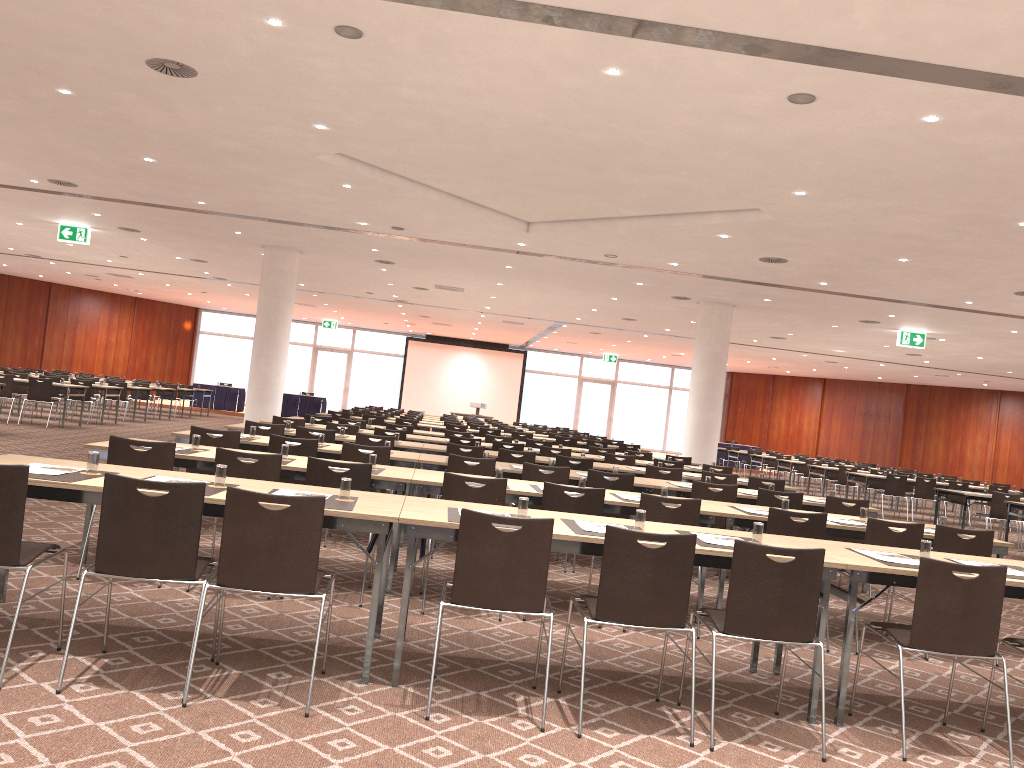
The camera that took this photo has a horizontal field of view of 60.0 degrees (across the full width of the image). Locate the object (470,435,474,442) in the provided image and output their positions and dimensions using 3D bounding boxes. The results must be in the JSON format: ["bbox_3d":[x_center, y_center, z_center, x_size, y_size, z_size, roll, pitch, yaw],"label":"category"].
[{"bbox_3d":[-0.579,0.789,12.774,0.054,0.114,0.054,6,-1,29],"label":"object"}]

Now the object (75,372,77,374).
[{"bbox_3d":[-12.464,-0.273,25.349,0.054,0.114,0.054,7,-1,-38],"label":"object"}]

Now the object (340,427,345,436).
[{"bbox_3d":[-2.037,0.570,10.650,0.054,0.114,0.054,7,-1,-16],"label":"object"}]

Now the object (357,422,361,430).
[{"bbox_3d":[-2.190,0.601,12.643,0.054,0.114,0.054,6,-1,7],"label":"object"}]

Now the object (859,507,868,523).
[{"bbox_3d":[2.788,1.037,7.031,0.054,0.114,0.054,6,-1,29],"label":"object"}]

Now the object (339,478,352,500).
[{"bbox_3d":[-0.888,0.559,4.725,0.054,0.114,0.054,7,-1,-38],"label":"object"}]

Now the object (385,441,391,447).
[{"bbox_3d":[-1.223,0.617,8.702,0.054,0.114,0.054,7,-1,-38],"label":"object"}]

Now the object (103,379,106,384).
[{"bbox_3d":[-9.895,-0.069,21.538,0.054,0.114,0.054,7,-1,-16],"label":"object"}]

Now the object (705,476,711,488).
[{"bbox_3d":[1.981,0.992,8.968,0.054,0.114,0.054,6,-1,7],"label":"object"}]

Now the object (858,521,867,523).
[{"bbox_3d":[2.799,1.096,7.030,0.102,0.001,0.102,6,-2,29],"label":"object"}]

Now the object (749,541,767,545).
[{"bbox_3d":[1.352,0.878,4.896,0.102,0.001,0.102,8,-2,-38],"label":"object"}]

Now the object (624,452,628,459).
[{"bbox_3d":[1.662,1.051,12.949,0.054,0.114,0.054,7,-1,-38],"label":"object"}]

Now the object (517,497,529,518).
[{"bbox_3d":[0.059,0.669,4.785,0.054,0.114,0.054,7,-1,-38],"label":"object"}]

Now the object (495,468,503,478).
[{"bbox_3d":[-0.099,0.699,6.779,0.054,0.114,0.054,7,-1,-16],"label":"object"}]

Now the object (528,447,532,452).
[{"bbox_3d":[0.217,0.834,10.823,0.054,0.114,0.054,7,-1,-16],"label":"object"}]

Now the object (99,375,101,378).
[{"bbox_3d":[-11.819,-0.197,25.409,0.054,0.114,0.054,7,-1,-38],"label":"object"}]

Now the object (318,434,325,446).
[{"bbox_3d":[-1.861,0.542,8.654,0.054,0.114,0.054,7,-1,-38],"label":"object"}]

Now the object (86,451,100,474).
[{"bbox_3d":[-2.177,0.408,4.606,0.054,0.114,0.054,7,-1,-38],"label":"object"}]

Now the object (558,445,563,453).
[{"bbox_3d":[0.704,0.939,12.870,0.054,0.114,0.054,6,-1,29],"label":"object"}]

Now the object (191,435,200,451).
[{"bbox_3d":[-2.353,0.436,6.598,0.054,0.114,0.054,7,-1,-16],"label":"object"}]

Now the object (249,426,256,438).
[{"bbox_3d":[-2.516,0.466,8.608,0.054,0.114,0.054,6,-1,29],"label":"object"}]

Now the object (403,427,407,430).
[{"bbox_3d":[-1.539,0.677,12.684,0.054,0.114,0.054,6,-1,7],"label":"object"}]

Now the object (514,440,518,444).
[{"bbox_3d":[0.060,0.864,12.821,0.054,0.114,0.054,6,-1,29],"label":"object"}]

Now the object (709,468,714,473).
[{"bbox_3d":[2.477,1.098,11.002,0.054,0.114,0.054,7,-1,-38],"label":"object"}]

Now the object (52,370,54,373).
[{"bbox_3d":[-13.104,-0.347,25.302,0.054,0.114,0.054,7,-1,-38],"label":"object"}]

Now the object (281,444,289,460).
[{"bbox_3d":[-1.709,0.512,6.665,0.054,0.114,0.054,6,-1,7],"label":"object"}]

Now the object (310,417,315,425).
[{"bbox_3d":[-2.836,0.526,12.594,0.054,0.114,0.054,6,-1,29],"label":"object"}]

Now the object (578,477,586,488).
[{"bbox_3d":[0.541,0.775,6.850,0.054,0.114,0.054,7,-1,-16],"label":"object"}]

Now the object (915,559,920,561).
[{"bbox_3d":[2.310,0.990,4.966,0.102,0.001,0.102,8,-2,-38],"label":"object"}]

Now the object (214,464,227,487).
[{"bbox_3d":[-1.535,0.483,4.673,0.054,0.114,0.054,6,-1,29],"label":"object"}]

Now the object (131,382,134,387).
[{"bbox_3d":[-9.234,0.008,21.597,0.054,0.114,0.054,7,-1,-16],"label":"object"}]

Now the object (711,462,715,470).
[{"bbox_3d":[2.958,1.203,13.048,0.054,0.114,0.054,6,-1,29],"label":"object"}]

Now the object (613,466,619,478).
[{"bbox_3d":[1.034,0.881,8.878,0.054,0.114,0.054,6,-1,29],"label":"object"}]

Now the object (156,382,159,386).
[{"bbox_3d":[-10.211,-0.009,25.532,0.054,0.114,0.054,7,-1,-16],"label":"object"}]

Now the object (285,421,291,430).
[{"bbox_3d":[-2.675,0.496,10.599,0.054,0.114,0.054,7,-1,-16],"label":"object"}]

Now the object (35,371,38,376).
[{"bbox_3d":[-11.483,-0.255,21.416,0.054,0.114,0.054,7,-1,-38],"label":"object"}]

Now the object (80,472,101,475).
[{"bbox_3d":[-2.186,0.465,4.602,0.102,0.001,0.102,8,-2,-38],"label":"object"}]

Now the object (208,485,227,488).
[{"bbox_3d":[-1.546,0.540,4.666,0.102,0.001,0.102,8,-2,-38],"label":"object"}]

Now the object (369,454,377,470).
[{"bbox_3d":[-1.054,0.588,6.704,0.054,0.114,0.054,6,-1,29],"label":"object"}]

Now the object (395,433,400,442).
[{"bbox_3d":[-1.390,0.646,10.694,0.054,0.114,0.054,7,-1,-38],"label":"object"}]

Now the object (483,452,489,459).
[{"bbox_3d":[-0.260,0.729,8.772,0.054,0.114,0.054,6,-1,29],"label":"object"}]

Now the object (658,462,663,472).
[{"bbox_3d":[1.829,1.022,10.963,0.054,0.114,0.054,7,-1,-38],"label":"object"}]

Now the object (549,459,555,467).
[{"bbox_3d":[0.392,0.806,8.830,0.054,0.114,0.054,6,-1,29],"label":"object"}]

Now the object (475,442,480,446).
[{"bbox_3d":[-0.423,0.759,10.778,0.054,0.114,0.054,7,-1,-16],"label":"object"}]

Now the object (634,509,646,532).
[{"bbox_3d":[0.699,0.744,4.840,0.054,0.114,0.054,7,-1,-38],"label":"object"}]

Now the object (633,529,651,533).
[{"bbox_3d":[0.711,0.804,4.848,0.102,0.001,0.102,8,-2,-38],"label":"object"}]

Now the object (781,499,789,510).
[{"bbox_3d":[2.148,0.962,6.973,0.054,0.114,0.054,6,-1,29],"label":"object"}]

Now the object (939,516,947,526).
[{"bbox_3d":[3.440,1.114,7.079,0.054,0.114,0.054,7,-1,-16],"label":"object"}]

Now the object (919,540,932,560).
[{"bbox_3d":[2.318,0.934,4.974,0.054,0.114,0.054,6,-1,29],"label":"object"}]

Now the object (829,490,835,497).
[{"bbox_3d":[3.274,1.143,9.076,0.054,0.114,0.054,7,-1,-38],"label":"object"}]

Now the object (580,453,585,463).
[{"bbox_3d":[0.866,0.909,10.872,0.054,0.114,0.054,6,-1,29],"label":"object"}]

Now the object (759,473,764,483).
[{"bbox_3d":[3.111,1.172,11.064,0.054,0.114,0.054,7,-1,-16],"label":"object"}]

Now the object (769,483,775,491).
[{"bbox_3d":[2.638,1.068,9.016,0.054,0.114,0.054,7,-1,-38],"label":"object"}]

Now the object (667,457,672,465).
[{"bbox_3d":[2.310,1.127,12.995,0.054,0.114,0.054,7,-1,-38],"label":"object"}]

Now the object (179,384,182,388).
[{"bbox_3d":[-9.568,0.066,25.585,0.054,0.114,0.054,7,-1,-16],"label":"object"}]

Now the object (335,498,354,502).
[{"bbox_3d":[-0.888,0.616,4.711,0.102,0.001,0.102,8,-2,-38],"label":"object"}]

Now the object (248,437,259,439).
[{"bbox_3d":[-2.505,0.525,8.597,0.102,0.001,0.102,8,-2,-38],"label":"object"}]

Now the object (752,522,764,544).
[{"bbox_3d":[1.355,0.821,4.889,0.054,0.114,0.054,7,-1,-38],"label":"object"}]

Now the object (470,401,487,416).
[{"bbox_3d":[-1.206,0.870,31.455,0.576,0.472,0.614,7,-1,-5],"label":"object"}]

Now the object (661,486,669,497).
[{"bbox_3d":[1.185,0.850,6.898,0.054,0.114,0.054,7,-1,-16],"label":"object"}]
